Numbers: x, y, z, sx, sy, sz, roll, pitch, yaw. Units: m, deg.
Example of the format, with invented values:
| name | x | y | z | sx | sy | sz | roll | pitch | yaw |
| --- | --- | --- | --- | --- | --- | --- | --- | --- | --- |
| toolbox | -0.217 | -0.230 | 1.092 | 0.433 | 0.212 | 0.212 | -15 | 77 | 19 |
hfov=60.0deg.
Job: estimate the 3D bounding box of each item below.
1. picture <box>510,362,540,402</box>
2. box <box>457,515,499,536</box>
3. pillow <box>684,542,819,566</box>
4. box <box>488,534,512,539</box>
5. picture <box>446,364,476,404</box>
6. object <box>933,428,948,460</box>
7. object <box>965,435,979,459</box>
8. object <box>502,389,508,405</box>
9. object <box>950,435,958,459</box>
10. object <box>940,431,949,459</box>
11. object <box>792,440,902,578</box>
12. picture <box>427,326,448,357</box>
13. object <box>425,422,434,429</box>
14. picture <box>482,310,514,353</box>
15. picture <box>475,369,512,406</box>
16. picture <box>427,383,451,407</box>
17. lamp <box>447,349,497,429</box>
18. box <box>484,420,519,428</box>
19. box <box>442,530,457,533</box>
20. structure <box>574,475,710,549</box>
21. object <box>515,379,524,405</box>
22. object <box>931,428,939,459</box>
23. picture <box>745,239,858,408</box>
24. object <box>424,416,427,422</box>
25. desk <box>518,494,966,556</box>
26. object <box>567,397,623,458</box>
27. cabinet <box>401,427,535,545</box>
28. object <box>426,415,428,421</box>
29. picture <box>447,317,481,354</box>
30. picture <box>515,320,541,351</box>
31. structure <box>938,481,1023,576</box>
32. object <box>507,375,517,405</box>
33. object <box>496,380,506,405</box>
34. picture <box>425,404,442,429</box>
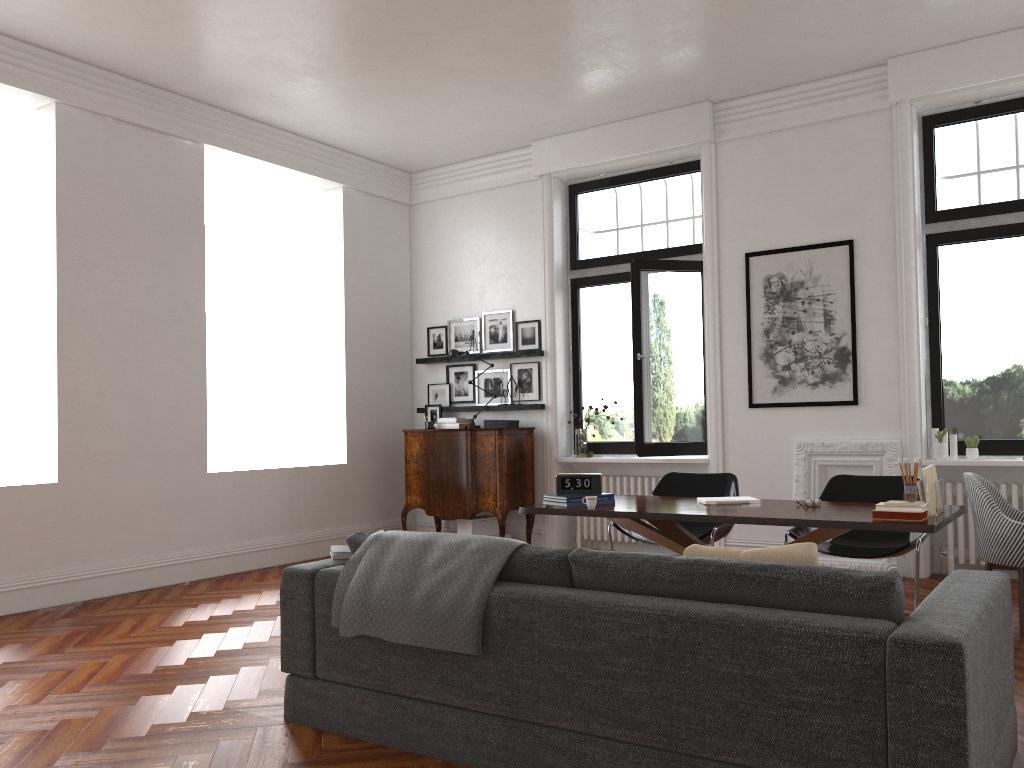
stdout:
| name | x | y | z | sx | sy | sz | roll | pitch | yaw |
| --- | --- | --- | --- | --- | --- | --- | --- | --- | --- |
| picture | 0.129 | -0.021 | 8.810 | 0.343 | 0.384 | 0.020 | -2 | -2 | 34 |
| box | -0.323 | 1.392 | 8.681 | 0.209 | 0.177 | 0.394 | -3 | -3 | 44 |
| pillow | 0.863 | 0.766 | 3.087 | 0.486 | 0.460 | 0.225 | -2 | -2 | 34 |
| box | -0.211 | 1.562 | 8.604 | 0.245 | 0.177 | 0.394 | -3 | -3 | 34 |
| picture | -0.534 | 0.000 | 9.257 | 0.373 | 0.406 | 0.020 | -2 | -2 | 34 |
| object | 3.268 | 0.456 | 6.761 | 0.102 | 0.244 | 0.098 | -1 | -2 | 12 |
| object | 3.500 | 0.479 | 6.737 | 0.099 | 0.185 | 0.097 | 0 | -2 | -33 |
| object | -0.067 | 0.134 | 8.836 | 0.066 | 0.160 | 0.040 | -2 | -2 | 34 |
| object | 3.371 | 0.481 | 6.767 | 0.051 | 0.188 | 0.051 | -1 | -2 | -21 |
| object | 3.329 | 0.472 | 6.824 | 0.051 | 0.213 | 0.051 | -1 | -2 | -21 |
| object | 2.631 | 0.976 | 7.001 | 0.830 | 1.061 | 0.233 | -2 | -2 | 34 |
| picture | -0.793 | -0.454 | 9.438 | 0.267 | 0.315 | 0.020 | -2 | -2 | 34 |
| object | -0.818 | 0.415 | 8.816 | 0.091 | 0.077 | 0.091 | -1 | -2 | 7 |
| picture | -0.145 | -0.533 | 8.999 | 0.369 | 0.408 | 0.020 | -2 | -2 | 34 |
| picture | -0.190 | 0.039 | 9.024 | 0.434 | 0.365 | 0.020 | -3 | -2 | 34 |
| picture | -0.772 | 0.123 | 9.388 | 0.300 | 0.253 | 0.020 | -3 | -2 | 34 |
| lamp | -0.401 | 0.049 | 8.870 | 0.491 | 0.802 | 0.174 | -1 | -1 | -1 |
| box | -0.103 | 0.392 | 8.680 | 0.282 | 0.086 | 0.208 | -3 | -3 | 34 |
| box | -0.670 | 1.585 | 8.915 | 0.209 | 0.177 | 0.394 | -2 | -3 | 29 |
| structure | 1.218 | 1.259 | 8.356 | 1.454 | 0.778 | 0.225 | -3 | -2 | 34 |
| object | 0.074 | 0.080 | 8.817 | 0.110 | 0.262 | 0.040 | -2 | -2 | 34 |
| object | 3.285 | 0.463 | 6.877 | 0.051 | 0.238 | 0.051 | -1 | -2 | -21 |
| picture | 2.370 | -0.473 | 7.306 | 0.883 | 1.323 | 0.035 | -2 | -2 | 34 |
| object | -0.853 | 0.376 | 8.830 | 0.050 | 0.119 | 0.010 | -2 | -2 | 37 |
| desk | 1.249 | 1.062 | 4.973 | 2.227 | 0.751 | 1.030 | -3 | -3 | 34 |
| object | 0.803 | 0.410 | 8.560 | 0.542 | 0.599 | 0.317 | -1 | -2 | 5 |
| cabinet | -0.453 | 1.049 | 8.752 | 1.266 | 1.217 | 0.640 | -2 | -2 | 34 |
| object | -0.835 | 0.382 | 8.846 | 0.046 | 0.139 | 0.010 | -2 | -2 | 31 |
| picture | -0.500 | -0.495 | 9.240 | 0.415 | 0.367 | 0.020 | -3 | -2 | 34 |
| picture | 0.159 | -0.475 | 8.792 | 0.290 | 0.303 | 0.020 | -2 | -2 | 34 |
| structure | 3.925 | 1.123 | 6.520 | 1.454 | 0.778 | 0.225 | -3 | -2 | 34 |
| object | 0.001 | 0.063 | 8.833 | 0.118 | 0.298 | 0.040 | -2 | -2 | 34 |
| object | -0.110 | 0.088 | 8.898 | 0.124 | 0.260 | 0.040 | -2 | -2 | 34 |
| picture | -0.820 | 0.343 | 9.258 | 0.213 | 0.257 | 0.020 | -2 | -2 | 34 |
